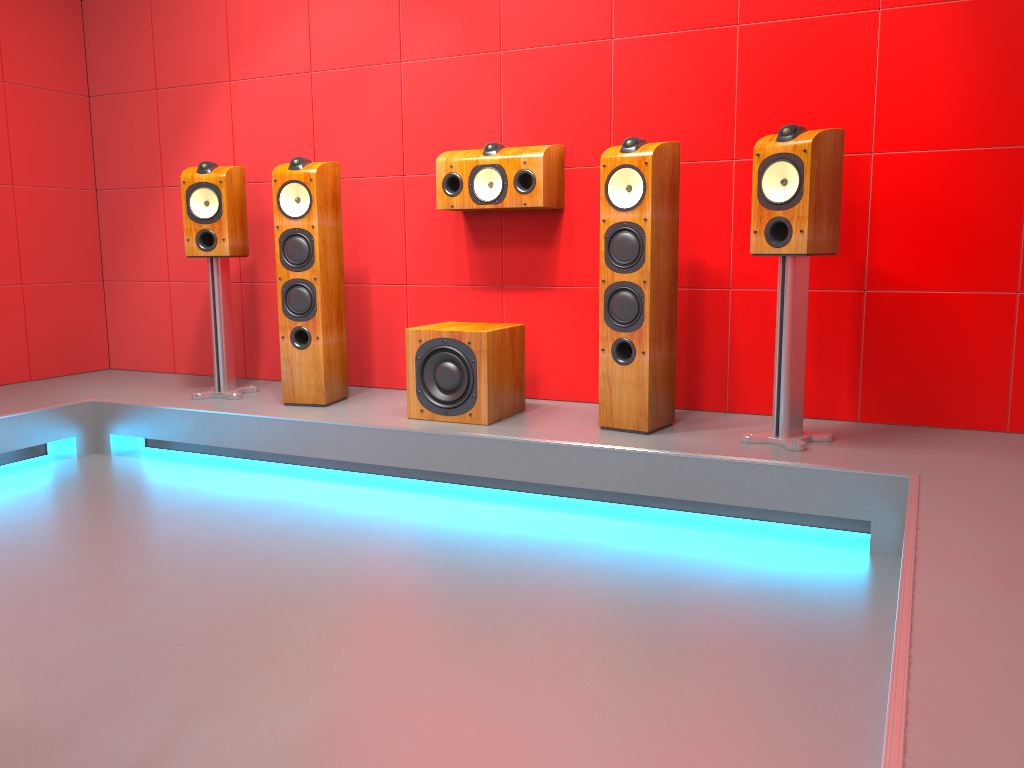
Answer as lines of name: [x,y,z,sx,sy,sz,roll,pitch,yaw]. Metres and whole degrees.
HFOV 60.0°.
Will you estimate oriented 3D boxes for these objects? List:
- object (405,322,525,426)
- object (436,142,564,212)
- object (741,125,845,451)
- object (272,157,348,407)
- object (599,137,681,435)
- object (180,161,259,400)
object: [-0.183,-0.053,3.578,0.360,0.360,0.360,4,10,25]
object: [-0.052,-0.876,3.748,0.493,0.271,0.235,4,10,25]
object: [0.951,-0.326,2.999,0.265,1.058,0.231,-9,12,-44]
object: [-0.872,-0.439,3.847,0.203,1.052,0.238,2,9,15]
object: [0.464,-0.358,3.251,0.203,1.052,0.238,6,11,35]
object: [-1.340,-0.472,4.063,0.231,1.058,0.265,0,9,5]
